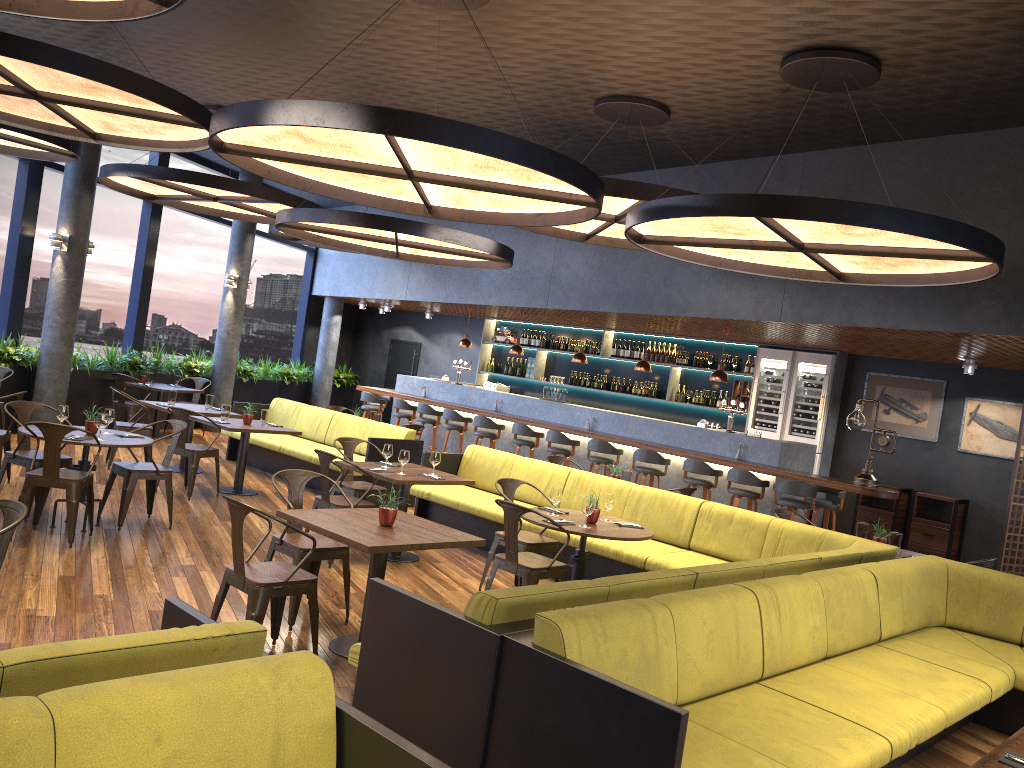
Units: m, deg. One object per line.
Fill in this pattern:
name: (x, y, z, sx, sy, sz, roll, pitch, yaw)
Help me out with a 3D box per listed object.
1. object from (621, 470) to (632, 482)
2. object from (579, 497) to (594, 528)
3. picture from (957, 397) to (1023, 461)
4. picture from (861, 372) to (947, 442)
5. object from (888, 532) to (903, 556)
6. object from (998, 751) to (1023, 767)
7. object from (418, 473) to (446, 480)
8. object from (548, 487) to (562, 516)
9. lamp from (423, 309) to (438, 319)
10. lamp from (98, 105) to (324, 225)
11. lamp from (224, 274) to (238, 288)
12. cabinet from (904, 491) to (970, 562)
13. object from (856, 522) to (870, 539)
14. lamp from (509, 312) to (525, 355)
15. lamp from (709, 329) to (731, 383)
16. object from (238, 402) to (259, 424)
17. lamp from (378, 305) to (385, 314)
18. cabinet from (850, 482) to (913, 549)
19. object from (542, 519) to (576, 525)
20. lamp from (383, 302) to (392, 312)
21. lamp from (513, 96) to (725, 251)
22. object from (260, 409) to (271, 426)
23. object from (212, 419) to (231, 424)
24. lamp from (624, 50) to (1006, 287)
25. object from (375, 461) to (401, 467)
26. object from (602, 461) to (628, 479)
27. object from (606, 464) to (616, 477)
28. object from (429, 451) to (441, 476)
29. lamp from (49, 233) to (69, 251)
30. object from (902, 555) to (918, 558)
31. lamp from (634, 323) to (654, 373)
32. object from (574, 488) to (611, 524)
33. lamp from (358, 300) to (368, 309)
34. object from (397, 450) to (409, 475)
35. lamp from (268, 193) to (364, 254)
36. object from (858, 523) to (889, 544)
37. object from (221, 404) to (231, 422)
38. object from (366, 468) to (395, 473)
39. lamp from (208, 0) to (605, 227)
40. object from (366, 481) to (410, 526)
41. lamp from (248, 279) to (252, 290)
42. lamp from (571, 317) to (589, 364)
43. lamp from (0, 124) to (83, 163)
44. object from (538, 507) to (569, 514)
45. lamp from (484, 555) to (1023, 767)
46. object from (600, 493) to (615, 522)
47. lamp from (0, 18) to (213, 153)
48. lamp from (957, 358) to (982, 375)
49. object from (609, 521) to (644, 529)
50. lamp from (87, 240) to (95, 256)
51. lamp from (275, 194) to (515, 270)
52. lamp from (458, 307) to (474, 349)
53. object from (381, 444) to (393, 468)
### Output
object: (1.160, 0.974, 9.033, 0.102, 0.178, 0.102, 9, 1, 29)
object: (0.536, 0.918, 6.336, 0.097, 0.206, 0.097, 8, 1, -8)
picture: (6.115, 0.571, 10.967, 1.039, 0.697, 0.028, 9, 1, 43)
picture: (5.203, 0.295, 11.855, 1.039, 0.809, 0.028, 9, 1, 43)
object: (3.097, 1.294, 7.179, 0.102, 0.178, 0.102, 9, 1, 29)
object: (1.734, 1.253, 2.882, 0.255, 0.019, 0.157, 9, 1, 44)
object: (-0.713, 0.803, 7.742, 0.255, 0.019, 0.157, 9, 1, 44)
object: (0.322, 0.881, 6.654, 0.097, 0.206, 0.097, 8, 1, -22)
lamp: (-1.654, -1.393, 17.673, 0.228, 0.172, 0.228, 9, 1, 43)
lamp: (-3.737, -2.896, 11.444, 2.778, 1.159, 2.778, 8, 1, -11)
lamp: (-4.723, -1.731, 14.821, 0.215, 0.215, 0.189, 9, 1, 4)
cabinet: (5.345, 1.910, 11.222, 0.553, 1.007, 0.473, 9, 1, 43)
object: (2.972, 1.270, 7.533, 0.102, 0.178, 0.102, 9, 1, 29)
lamp: (0.114, -0.803, 14.051, 0.250, 0.673, 0.250, 8, 1, -14)
lamp: (2.740, -0.368, 11.537, 0.250, 0.673, 0.250, 8, 1, -14)
object: (-2.904, 0.310, 9.814, 0.238, 0.271, 0.260, 8, 1, -8)
lamp: (-2.737, -1.573, 18.710, 0.228, 0.172, 0.228, 9, 1, 43)
cabinet: (4.846, 1.827, 11.700, 0.553, 1.007, 0.473, 9, 1, 43)
object: (0.350, 0.986, 6.353, 0.255, 0.019, 0.157, 7, 1, -44)
lamp: (-2.424, -1.501, 17.293, 0.228, 0.172, 0.228, 9, 1, 43)
lamp: (1.099, -2.129, 8.731, 2.778, 1.159, 2.778, 9, 1, 4)
object: (-2.757, 0.377, 9.900, 0.102, 0.178, 0.102, 9, 1, 9)
object: (-3.173, 0.401, 9.592, 0.255, 0.019, 0.157, 9, 1, 43)
lamp: (2.371, -1.729, 6.922, 2.778, 1.475, 2.778, 8, 1, -43)
object: (-1.124, 0.735, 8.125, 0.255, 0.019, 0.157, 9, 1, 44)
object: (1.077, 0.912, 9.178, 0.238, 0.271, 0.260, 8, 1, -25)
object: (1.042, 0.950, 9.401, 0.102, 0.178, 0.102, 8, 1, -11)
object: (-0.690, 0.708, 7.914, 0.097, 0.206, 0.097, 9, 1, 35)
lamp: (-5.876, -1.842, 11.434, 0.215, 0.215, 0.189, 9, 1, 11)
object: (3.234, 1.397, 7.109, 0.157, 0.019, 0.255, 9, 1, 43)
lamp: (1.873, -0.511, 12.367, 0.250, 0.673, 0.250, 8, 1, -14)
object: (0.607, 0.889, 6.555, 0.238, 0.271, 0.260, 8, 1, -25)
lamp: (-3.011, -1.599, 17.878, 0.228, 0.172, 0.228, 9, 1, 43)
object: (-0.939, 0.676, 7.659, 0.097, 0.206, 0.097, 9, 1, 44)
lamp: (-3.026, -2.914, 14.983, 1.979, 1.093, 1.979, 9, 1, 7)
object: (3.022, 1.234, 7.299, 0.260, 0.271, 0.238, 7, 1, -45)
object: (-3.155, 0.320, 9.764, 0.102, 0.178, 0.102, 8, 1, -41)
object: (-1.125, 0.743, 7.669, 0.157, 0.019, 0.255, 9, 1, 44)
lamp: (-0.626, -2.164, 6.372, 2.778, 1.475, 2.778, 8, 1, 3)
object: (-0.745, 0.711, 5.318, 0.260, 0.271, 0.238, 8, 1, -11)
lamp: (-4.607, -1.724, 15.373, 0.215, 0.215, 0.189, 9, 1, 22)
lamp: (1.045, -0.648, 13.160, 0.250, 0.673, 0.250, 8, 1, -14)
lamp: (-5.684, -3.212, 9.601, 1.979, 1.093, 1.979, 9, 1, 7)
object: (0.337, 0.975, 6.828, 0.157, 0.019, 0.255, 8, 1, -40)
lamp: (4.215, 0.979, 5.609, 3.017, 2.714, 9.057, 9, 1, 43)
object: (0.730, 0.940, 6.766, 0.097, 0.206, 0.097, 8, 1, -5)
lamp: (-3.733, -2.817, 7.087, 2.778, 1.159, 2.778, 9, 1, 21)
lamp: (5.485, -0.207, 10.629, 0.228, 0.172, 0.228, 9, 1, 43)
object: (0.858, 1.055, 6.668, 0.255, 0.019, 0.157, 8, 1, -14)
lamp: (-5.738, -1.831, 11.981, 0.215, 0.215, 0.189, 9, 1, 19)
lamp: (-1.258, -2.330, 10.426, 2.778, 1.475, 2.778, 9, 1, 8)
lamp: (-0.741, -0.944, 14.870, 0.250, 0.673, 0.250, 9, 1, 31)
object: (-1.119, 0.644, 7.949, 0.097, 0.206, 0.097, 9, 1, 35)
